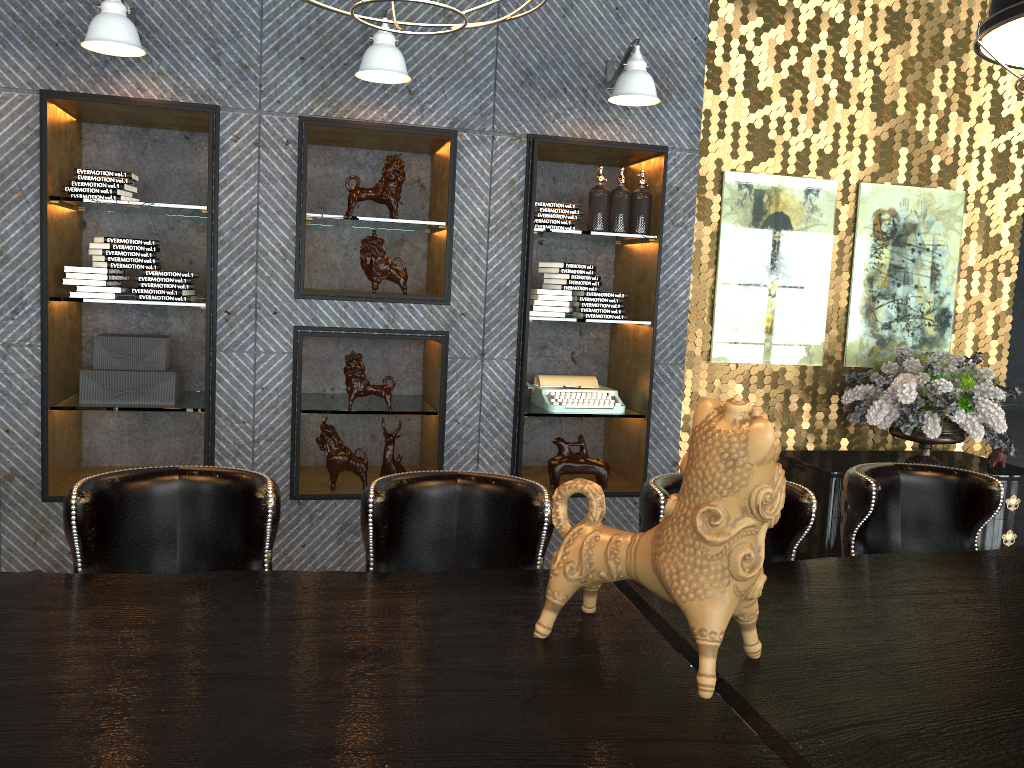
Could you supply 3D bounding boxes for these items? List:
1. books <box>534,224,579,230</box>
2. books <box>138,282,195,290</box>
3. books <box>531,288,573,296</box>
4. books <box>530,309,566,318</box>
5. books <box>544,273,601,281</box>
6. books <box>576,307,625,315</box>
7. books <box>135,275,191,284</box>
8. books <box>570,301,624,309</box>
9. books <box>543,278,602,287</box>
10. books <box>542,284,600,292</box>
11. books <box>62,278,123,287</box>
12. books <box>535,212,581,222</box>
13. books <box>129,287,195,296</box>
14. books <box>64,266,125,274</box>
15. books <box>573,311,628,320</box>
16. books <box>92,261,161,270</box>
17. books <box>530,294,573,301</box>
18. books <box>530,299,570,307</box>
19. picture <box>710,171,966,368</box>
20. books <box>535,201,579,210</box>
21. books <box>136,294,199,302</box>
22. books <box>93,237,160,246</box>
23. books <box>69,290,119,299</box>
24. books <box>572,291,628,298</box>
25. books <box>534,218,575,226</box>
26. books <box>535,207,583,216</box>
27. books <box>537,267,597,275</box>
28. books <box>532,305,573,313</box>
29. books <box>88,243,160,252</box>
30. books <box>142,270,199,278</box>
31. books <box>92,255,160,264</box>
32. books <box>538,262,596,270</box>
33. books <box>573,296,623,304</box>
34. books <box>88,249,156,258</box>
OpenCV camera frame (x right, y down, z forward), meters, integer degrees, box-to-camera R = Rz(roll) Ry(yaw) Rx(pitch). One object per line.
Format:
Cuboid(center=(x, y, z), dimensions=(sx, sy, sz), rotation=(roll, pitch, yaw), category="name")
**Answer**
Cuboid(center=(0.211, -0.815, 4.648), dimensions=(0.245, 0.028, 0.194), rotation=(2, 6, -9), category="books")
Cuboid(center=(-1.659, -0.475, 4.270), dimensions=(0.245, 0.028, 0.194), rotation=(1, 7, -18), category="books")
Cuboid(center=(0.185, -0.482, 4.639), dimensions=(0.193, 0.028, 0.246), rotation=(1, 7, -16), category="books")
Cuboid(center=(0.182, -0.373, 4.679), dimensions=(0.193, 0.028, 0.246), rotation=(3, 6, 1), category="books")
Cuboid(center=(0.318, -0.566, 4.696), dimensions=(0.245, 0.028, 0.194), rotation=(-3, 9, -43), category="books")
Cuboid(center=(0.470, -0.395, 4.748), dimensions=(0.245, 0.028, 0.194), rotation=(3, 6, -1), category="books")
Cuboid(center=(-1.671, -0.501, 4.243), dimensions=(0.245, 0.028, 0.194), rotation=(0, 7, -24), category="books")
Cuboid(center=(0.452, -0.424, 4.750), dimensions=(0.245, 0.028, 0.194), rotation=(2, 7, -12), category="books")
Cuboid(center=(0.317, -0.533, 4.656), dimensions=(0.245, 0.028, 0.194), rotation=(-2, 8, -37), category="books")
Cuboid(center=(0.312, -0.512, 4.717), dimensions=(0.245, 0.028, 0.194), rotation=(-1, 7, -30), category="books")
Cuboid(center=(-1.954, -0.474, 4.137), dimensions=(0.193, 0.028, 0.246), rotation=(2, 6, -8), category="books")
Cuboid(center=(0.217, -0.870, 4.633), dimensions=(0.245, 0.028, 0.194), rotation=(2, 7, -12), category="books")
Cuboid(center=(-1.658, -0.440, 4.212), dimensions=(0.245, 0.028, 0.194), rotation=(3, 6, -3), category="books")
Cuboid(center=(-1.939, -0.529, 4.123), dimensions=(0.193, 0.028, 0.246), rotation=(2, 6, -7), category="books")
Cuboid(center=(0.470, -0.367, 4.751), dimensions=(0.245, 0.028, 0.194), rotation=(1, 7, -13), category="books")
Cuboid(center=(-1.810, -0.555, 4.163), dimensions=(0.245, 0.028, 0.194), rotation=(-3, 9, -44), category="books")
Cuboid(center=(0.183, -0.454, 4.643), dimensions=(0.193, 0.028, 0.246), rotation=(1, 7, -19), category="books")
Cuboid(center=(0.180, -0.427, 4.655), dimensions=(0.193, 0.028, 0.246), rotation=(2, 7, -12), category="books")
Cuboid(center=(1.921, -0.638, 5.178), dimensions=(1.574, 1.072, 0.022), rotation=(1, 6, -14), category="picture")
Cuboid(center=(0.207, -0.927, 4.634), dimensions=(0.245, 0.028, 0.194), rotation=(2, 6, -11), category="books")
Cuboid(center=(-1.647, -0.415, 4.248), dimensions=(0.245, 0.028, 0.194), rotation=(2, 6, -10), category="books")
Cuboid(center=(-1.814, -0.669, 4.172), dimensions=(0.245, 0.028, 0.194), rotation=(-2, 8, -38), category="books")
Cuboid(center=(-1.943, -0.416, 4.128), dimensions=(0.193, 0.028, 0.246), rotation=(0, 7, -21), category="books")
Cuboid(center=(0.471, -0.481, 4.759), dimensions=(0.245, 0.028, 0.194), rotation=(1, 7, -15), category="books")
Cuboid(center=(0.187, -0.842, 4.629), dimensions=(0.245, 0.028, 0.194), rotation=(2, 6, -10), category="books")
Cuboid(center=(0.226, -0.899, 4.642), dimensions=(0.245, 0.028, 0.194), rotation=(1, 7, -14), category="books")
Cuboid(center=(0.291, -0.594, 4.680), dimensions=(0.245, 0.028, 0.194), rotation=(-1, 8, -33), category="books")
Cuboid(center=(0.214, -0.394, 4.632), dimensions=(0.193, 0.028, 0.246), rotation=(4, 6, 7), category="books")
Cuboid(center=(-1.818, -0.640, 4.161), dimensions=(0.194, 0.028, 0.245), rotation=(8, 8, 37), category="books")
Cuboid(center=(-1.635, -0.529, 4.259), dimensions=(0.245, 0.028, 0.194), rotation=(1, 7, -19), category="books")
Cuboid(center=(-1.808, -0.582, 4.151), dimensions=(0.245, 0.028, 0.194), rotation=(-3, 9, -41), category="books")
Cuboid(center=(0.291, -0.623, 4.683), dimensions=(0.245, 0.028, 0.194), rotation=(-3, 9, -42), category="books")
Cuboid(center=(0.449, -0.453, 4.757), dimensions=(0.245, 0.028, 0.194), rotation=(2, 6, -8), category="books")
Cuboid(center=(-1.835, -0.614, 4.175), dimensions=(0.245, 0.028, 0.194), rotation=(-3, 9, -43), category="books")
